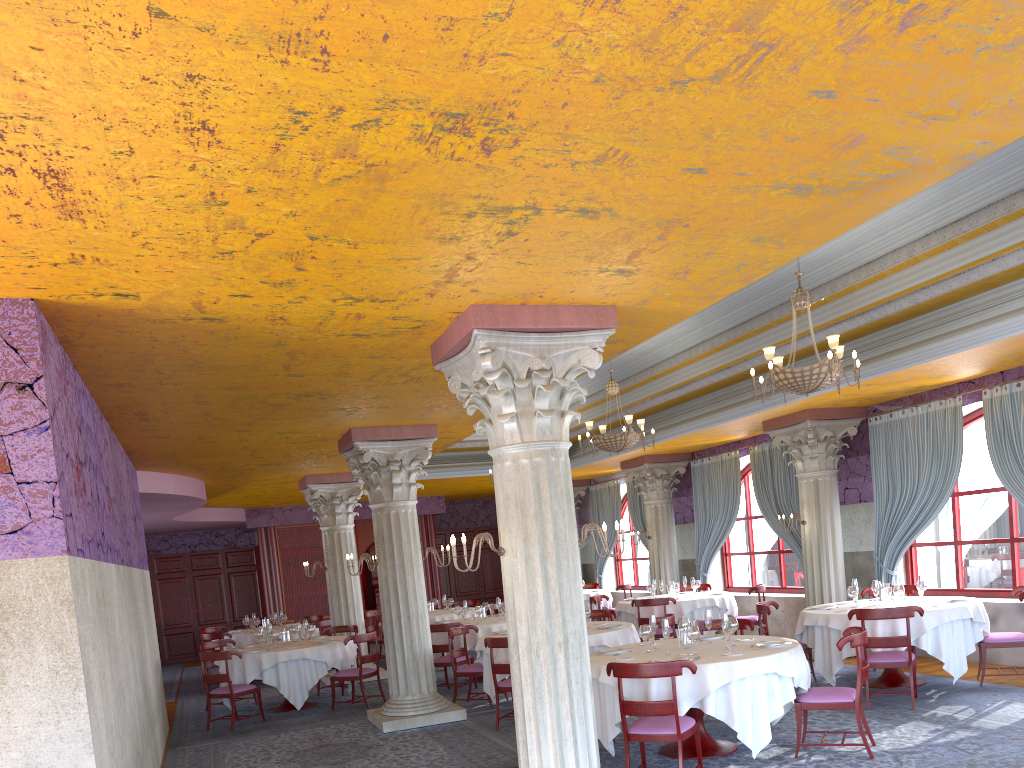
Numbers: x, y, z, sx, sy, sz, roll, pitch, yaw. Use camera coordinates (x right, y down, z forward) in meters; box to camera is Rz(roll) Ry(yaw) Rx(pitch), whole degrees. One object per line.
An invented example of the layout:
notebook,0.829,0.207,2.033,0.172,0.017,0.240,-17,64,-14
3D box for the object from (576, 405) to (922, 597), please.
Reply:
object,5.149,2.216,12.794,2.074,3.600,29.725,-6,-10,-21

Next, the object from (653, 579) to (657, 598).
object,2.534,3.633,15.191,0.074,0.339,0.072,-3,4,38

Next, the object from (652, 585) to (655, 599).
object,2.492,3.663,15.075,0.085,0.240,0.085,-6,2,-18

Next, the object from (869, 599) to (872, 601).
object,4.635,2.776,11.031,0.055,0.020,0.257,-10,-12,28

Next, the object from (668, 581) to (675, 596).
object,2.862,3.664,15.330,0.121,0.266,0.123,-6,2,-29

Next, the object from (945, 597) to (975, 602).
object,5.211,2.509,9.956,0.313,0.024,0.318,-5,-11,0

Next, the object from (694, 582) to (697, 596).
object,3.154,3.545,14.795,0.084,0.240,0.086,-7,3,-40

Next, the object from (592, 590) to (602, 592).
object,1.900,4.614,19.115,0.311,0.024,0.320,-1,-12,-20

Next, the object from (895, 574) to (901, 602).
object,4.761,2.514,10.553,0.074,0.339,0.072,-4,4,16

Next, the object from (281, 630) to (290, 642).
object,-3.420,3.782,12.911,0.142,0.213,0.072,-5,2,-40

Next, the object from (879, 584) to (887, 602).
object,4.488,2.523,10.355,0.142,0.213,0.072,-5,2,-40

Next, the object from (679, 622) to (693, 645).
object,1.634,2.355,8.091,0.142,0.213,0.072,-5,2,-40

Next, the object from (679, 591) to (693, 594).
object,3.152,3.815,15.634,0.311,0.024,0.320,-1,-12,-20

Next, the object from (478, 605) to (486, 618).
object,-0.497,3.711,13.985,0.142,0.213,0.072,-5,2,-40

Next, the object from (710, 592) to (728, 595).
object,3.526,3.580,14.617,0.311,0.024,0.320,-1,-12,-20

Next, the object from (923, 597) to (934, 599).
object,5.112,2.641,10.546,0.158,0.009,0.161,-5,-11,0

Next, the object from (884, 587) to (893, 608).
object,4.371,2.481,9.943,0.084,0.240,0.086,-7,3,-40

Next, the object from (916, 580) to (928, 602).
object,4.903,2.472,10.230,0.121,0.266,0.123,-6,2,-29

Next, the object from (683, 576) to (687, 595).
object,3.075,3.585,15.214,0.073,0.339,0.074,-7,4,-29

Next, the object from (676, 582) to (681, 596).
object,2.960,3.655,15.266,0.086,0.240,0.084,-5,2,5

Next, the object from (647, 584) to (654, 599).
object,2.426,3.637,14.977,0.122,0.266,0.122,-6,1,-7

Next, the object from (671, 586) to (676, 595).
object,2.802,3.594,15.016,0.142,0.213,0.072,-5,2,-40

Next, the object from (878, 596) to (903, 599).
object,4.838,2.743,10.973,0.311,0.024,0.320,-1,-12,-20

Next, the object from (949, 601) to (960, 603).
object,5.115,2.493,9.801,0.235,0.013,0.027,-11,-9,25

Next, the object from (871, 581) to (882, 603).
object,4.547,2.592,10.669,0.121,0.266,0.123,-6,2,-29

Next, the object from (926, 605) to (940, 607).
object,4.751,2.504,9.667,0.157,0.009,0.162,-1,-12,-20

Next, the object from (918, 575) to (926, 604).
object,4.788,2.405,10.011,0.073,0.339,0.074,-7,4,-29

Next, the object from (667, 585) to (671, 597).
object,2.686,3.553,14.604,0.086,0.240,0.084,-5,2,5

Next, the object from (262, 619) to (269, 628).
object,-7.625,4.569,17.396,5.685,1.210,0.347,-7,3,8

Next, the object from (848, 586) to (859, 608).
object,4.111,2.565,10.315,0.122,0.266,0.122,-6,1,-7

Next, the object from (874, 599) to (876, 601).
object,4.671,2.779,11.018,0.022,0.003,0.254,-10,-12,23

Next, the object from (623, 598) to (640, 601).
object,2.140,3.840,15.267,0.319,0.024,0.312,-14,-14,39

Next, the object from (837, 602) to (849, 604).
object,4.231,2.797,10.914,0.158,0.009,0.161,-5,-11,0

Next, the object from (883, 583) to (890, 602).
object,4.646,2.584,10.604,0.086,0.240,0.084,-5,2,5

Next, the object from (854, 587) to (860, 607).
object,4.177,2.591,10.413,0.084,0.240,0.086,-7,3,-40

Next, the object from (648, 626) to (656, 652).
object,1.323,2.424,8.150,0.084,0.240,0.086,-7,3,-40

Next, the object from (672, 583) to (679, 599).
object,2.782,3.517,14.538,0.123,0.266,0.120,-4,2,38

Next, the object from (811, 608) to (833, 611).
object,3.769,2.737,10.403,0.260,0.020,0.054,-12,-11,29

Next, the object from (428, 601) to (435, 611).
object,-1.625,4.428,17.104,0.142,0.213,0.072,-5,2,-40

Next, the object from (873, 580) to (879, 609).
object,4.247,2.452,9.987,0.074,0.339,0.072,-4,4,16

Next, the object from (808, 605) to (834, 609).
object,3.825,2.769,10.606,0.311,0.024,0.320,-1,-12,-20

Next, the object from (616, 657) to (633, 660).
object,1.017,2.493,7.770,0.157,0.009,0.162,-1,-12,-20

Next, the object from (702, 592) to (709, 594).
object,3.426,3.713,15.208,0.161,0.009,0.158,-12,-13,29

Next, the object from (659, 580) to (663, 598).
object,2.561,3.524,14.648,0.074,0.339,0.073,-6,3,-7

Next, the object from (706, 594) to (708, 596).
object,3.333,3.617,14.673,0.030,0.011,0.139,-10,-12,26

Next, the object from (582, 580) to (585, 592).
object,1.591,4.578,19.388,0.122,0.266,0.122,-6,1,-7

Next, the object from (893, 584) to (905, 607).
object,4.467,2.445,9.876,0.122,0.266,0.122,-6,1,-7

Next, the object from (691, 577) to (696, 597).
object,3.103,3.477,14.672,0.074,0.339,0.072,-4,4,16

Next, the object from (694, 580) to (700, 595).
object,3.217,3.544,14.891,0.123,0.266,0.120,-4,2,38

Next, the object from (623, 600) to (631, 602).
object,2.084,3.808,15.064,0.260,0.020,0.054,-12,-11,29

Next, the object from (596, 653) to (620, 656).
object,0.915,2.570,8.139,0.260,0.020,0.054,-12,-11,29

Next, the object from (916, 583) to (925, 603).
object,4.840,2.473,10.134,0.084,0.240,0.086,-7,3,-40

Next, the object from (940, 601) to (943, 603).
object,5.018,2.545,10.011,0.030,0.011,0.139,-10,-12,26

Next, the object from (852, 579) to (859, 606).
object,4.219,2.561,10.529,0.074,0.339,0.072,-4,4,16

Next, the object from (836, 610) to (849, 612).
object,3.871,2.660,10.034,0.158,0.009,0.161,-5,-11,0

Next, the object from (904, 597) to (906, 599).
object,4.995,2.715,10.876,0.028,0.013,0.233,-9,-11,24
